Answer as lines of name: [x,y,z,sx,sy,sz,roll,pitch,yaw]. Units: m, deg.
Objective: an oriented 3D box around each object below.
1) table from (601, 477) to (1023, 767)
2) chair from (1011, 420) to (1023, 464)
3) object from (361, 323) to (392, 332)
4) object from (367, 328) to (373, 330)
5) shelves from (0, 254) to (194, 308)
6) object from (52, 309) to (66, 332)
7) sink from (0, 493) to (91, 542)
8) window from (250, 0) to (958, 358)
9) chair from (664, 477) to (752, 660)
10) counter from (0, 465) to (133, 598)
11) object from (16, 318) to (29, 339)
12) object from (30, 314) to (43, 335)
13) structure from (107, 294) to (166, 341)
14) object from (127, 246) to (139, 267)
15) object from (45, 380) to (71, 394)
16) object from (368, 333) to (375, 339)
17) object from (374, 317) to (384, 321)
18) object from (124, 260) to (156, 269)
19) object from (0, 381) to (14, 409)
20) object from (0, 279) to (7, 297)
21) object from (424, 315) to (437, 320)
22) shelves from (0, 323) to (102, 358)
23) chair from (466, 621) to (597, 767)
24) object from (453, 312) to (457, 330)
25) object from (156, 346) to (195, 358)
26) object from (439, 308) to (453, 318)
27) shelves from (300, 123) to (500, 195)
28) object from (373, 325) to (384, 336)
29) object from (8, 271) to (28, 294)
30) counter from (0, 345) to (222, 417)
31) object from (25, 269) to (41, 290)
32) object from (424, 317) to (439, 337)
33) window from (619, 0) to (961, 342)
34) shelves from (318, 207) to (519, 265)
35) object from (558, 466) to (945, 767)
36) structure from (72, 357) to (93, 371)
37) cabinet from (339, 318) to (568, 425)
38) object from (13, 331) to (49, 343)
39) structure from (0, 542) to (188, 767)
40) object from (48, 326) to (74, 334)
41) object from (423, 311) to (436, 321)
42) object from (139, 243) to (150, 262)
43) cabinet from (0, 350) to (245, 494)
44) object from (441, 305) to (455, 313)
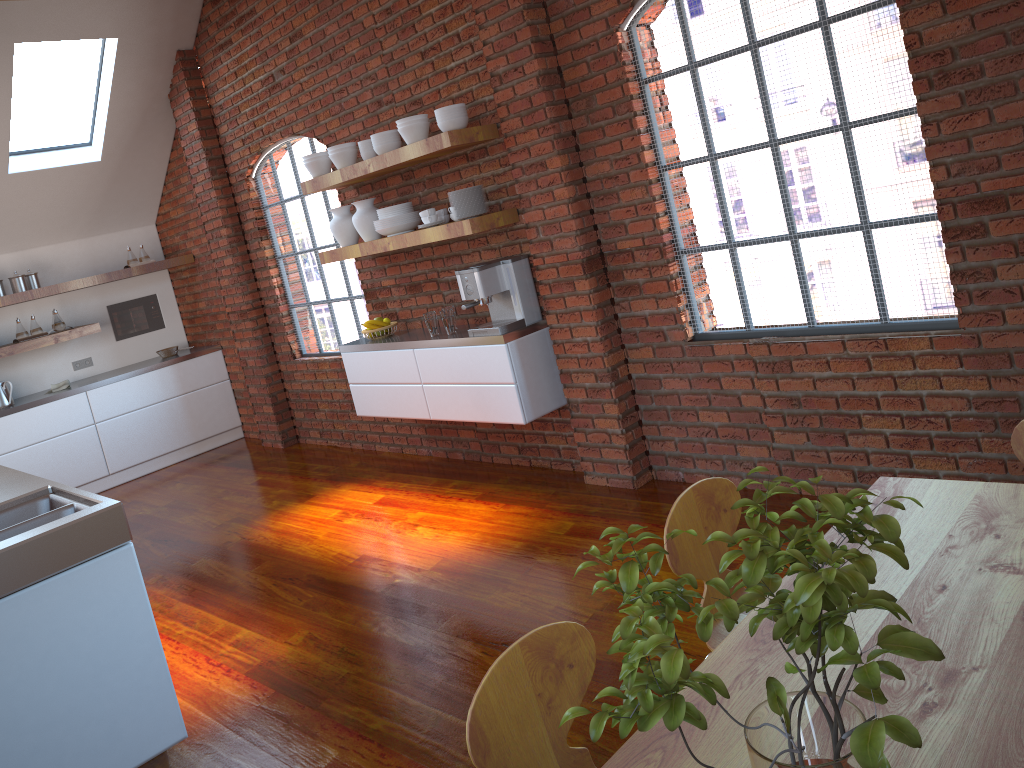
table: [0.794,0.759,1.422,0.811,0.636,1.503,-5,14,44]
chair: [1.327,0.458,1.960,0.435,0.750,0.420,-7,9,44]
object: [-0.852,-0.349,5.520,0.177,0.093,0.065,-14,7,-5]
object: [-0.896,-0.360,5.576,0.044,0.052,0.053,-8,10,37]
shelves: [-3.750,-0.812,7.404,2.020,0.075,0.651,-24,15,-40]
object: [-3.779,-0.532,7.309,0.095,0.190,0.202,-17,9,-31]
sink: [-1.601,0.551,2.918,0.417,0.197,0.610,-22,14,-40]
window: [2.415,-1.500,5.504,17.285,9.796,3.710,-5,10,39]
chair: [0.625,0.609,2.046,0.408,0.750,0.448,-7,9,44]
counter: [-2.594,0.588,3.568,1.046,0.128,3.127,-23,15,-39]
object: [-3.962,-0.443,7.093,0.094,0.189,0.093,-17,7,-28]
object: [-3.887,-0.476,7.168,0.093,0.190,0.094,-13,6,3]
structure: [-3.447,-0.614,8.084,0.466,0.331,0.013,-22,9,-41]
object: [-3.342,-1.120,7.718,0.094,0.189,0.093,-17,7,-28]
object: [-3.739,0.020,7.238,0.206,0.061,0.197,-17,12,-18]
object: [-0.892,-0.311,5.571,0.046,0.045,0.056,-15,9,-8]
object: [-0.846,-0.396,5.602,0.070,0.061,0.068,-18,10,-24]
object: [-3.286,-1.056,7.762,0.194,0.032,0.228,-1,17,46]
object: [-4.053,0.075,6.920,0.303,0.236,0.182,-15,8,-10]
object: [-4.123,-0.774,7.030,0.127,0.175,0.130,-7,10,44]
object: [-0.467,-0.345,5.164,0.077,0.103,0.080,-11,8,19]
shelves: [-3.986,-0.303,7.134,1.089,0.075,0.651,-23,15,-40]
chair: [0.204,0.824,1.508,0.408,0.750,0.448,-7,9,44]
object: [-0.352,-0.359,5.096,0.078,0.103,0.078,-15,8,-11]
object: [-3.018,-0.288,7.854,0.345,0.073,0.199,-7,13,29]
object: [-0.361,-0.366,4.953,0.079,0.103,0.078,-18,8,-28]
shelves: [-0.701,-1.283,5.096,0.344,0.075,1.528,-23,15,-39]
object: [-0.838,-0.337,5.559,0.078,0.065,0.077,-15,9,-7]
object: [-3.958,-0.818,7.051,0.127,0.175,0.130,-7,10,44]
counter: [-3.535,-0.020,7.454,2.026,0.044,0.711,-24,15,-40]
object: [-3.959,-0.859,7.245,0.127,0.175,0.130,-7,10,44]
object: [-0.453,-0.322,5.037,0.078,0.103,0.078,-15,8,-11]
window: [1.071,-0.993,3.589,0.086,1.652,1.260,-18,8,-40]
shelves: [-0.596,-0.848,5.134,0.344,0.075,1.528,-23,15,-39]
object: [0.282,0.373,0.988,0.425,0.515,0.395,-13,7,4]
structure: [-3.782,-0.176,7.742,0.163,0.079,0.032,-23,10,-40]
cabinet: [-0.407,-0.071,5.203,0.344,0.469,1.614,-20,13,-40]
object: [-3.906,-0.380,7.137,0.194,0.032,0.228,-1,17,46]
structure: [-2.483,1.021,3.613,1.045,0.756,3.104,-21,14,-40]
object: [-3.759,-0.453,7.315,0.198,0.032,0.223,-20,13,-30]
object: [-0.462,-0.359,5.033,0.078,0.103,0.078,-15,8,-11]
object: [-3.267,-1.152,7.793,0.093,0.190,0.094,-13,6,3]
cabinet: [-3.436,0.394,7.492,2.026,0.808,0.707,-23,12,-40]
object: [-0.361,-0.396,5.093,0.078,0.103,0.078,-15,8,-11]
